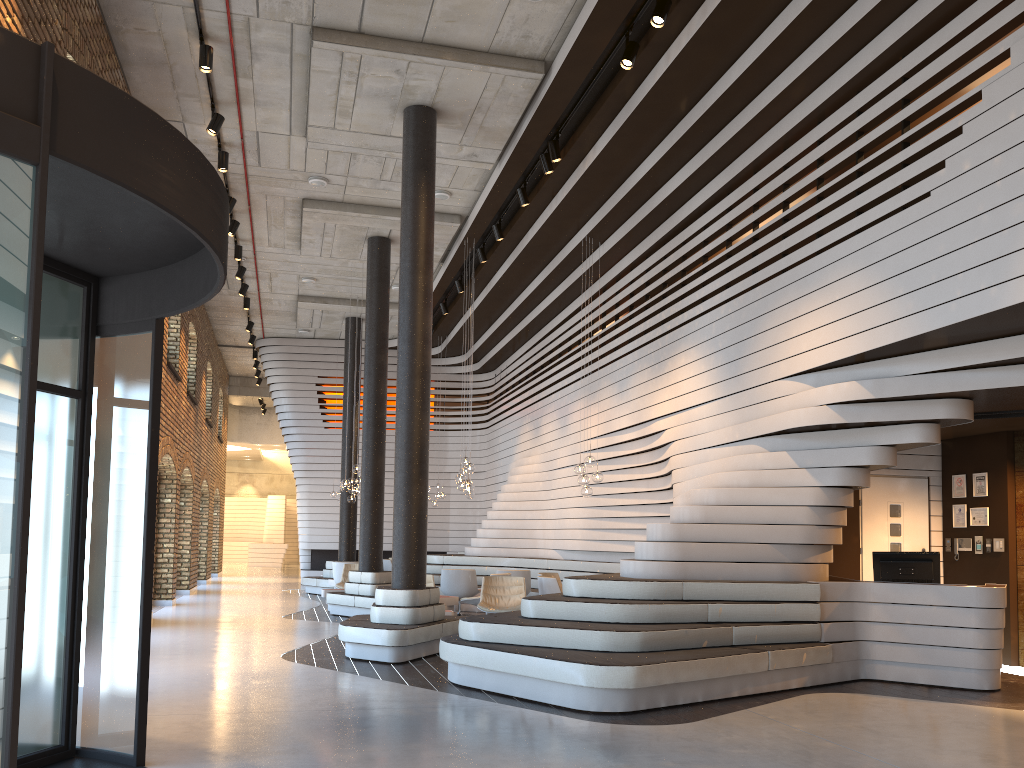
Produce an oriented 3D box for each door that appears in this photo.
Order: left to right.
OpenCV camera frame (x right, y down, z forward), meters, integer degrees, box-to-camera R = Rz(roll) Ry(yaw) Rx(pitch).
[{"bbox_3d":[-2.852,0.475,3.511,3.199,2.827,3.293,2,-7,-7],"label":"door"},{"bbox_3d":[4.488,2.111,10.335,0.969,2.088,0.164,2,-4,-14],"label":"door"}]

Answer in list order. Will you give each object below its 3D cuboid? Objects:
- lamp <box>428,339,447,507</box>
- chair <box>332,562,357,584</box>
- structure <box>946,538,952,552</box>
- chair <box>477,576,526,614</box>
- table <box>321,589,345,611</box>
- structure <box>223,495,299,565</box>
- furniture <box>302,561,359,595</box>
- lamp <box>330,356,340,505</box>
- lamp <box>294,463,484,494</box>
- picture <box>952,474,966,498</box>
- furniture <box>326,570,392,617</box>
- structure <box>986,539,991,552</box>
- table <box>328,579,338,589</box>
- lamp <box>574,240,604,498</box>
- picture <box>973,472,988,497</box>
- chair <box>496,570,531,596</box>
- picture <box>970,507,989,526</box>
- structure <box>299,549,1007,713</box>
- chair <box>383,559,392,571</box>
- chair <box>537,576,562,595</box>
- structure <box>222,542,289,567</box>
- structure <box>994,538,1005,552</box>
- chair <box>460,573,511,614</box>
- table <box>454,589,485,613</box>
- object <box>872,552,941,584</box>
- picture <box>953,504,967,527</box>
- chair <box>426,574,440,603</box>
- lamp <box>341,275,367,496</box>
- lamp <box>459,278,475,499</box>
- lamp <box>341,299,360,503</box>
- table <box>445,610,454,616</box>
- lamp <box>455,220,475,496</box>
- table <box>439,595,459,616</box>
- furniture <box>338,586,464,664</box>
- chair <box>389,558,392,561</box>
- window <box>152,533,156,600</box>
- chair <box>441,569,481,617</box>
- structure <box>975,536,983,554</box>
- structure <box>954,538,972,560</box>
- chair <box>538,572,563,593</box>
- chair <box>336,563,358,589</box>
[{"bbox_3d":[-1.730,0.545,20.550,0.546,4.635,0.295,0,-4,11],"label":"lamp"},{"bbox_3d":[-3.142,3.823,17.076,0.660,0.759,0.714,-2,-7,23],"label":"chair"},{"bbox_3d":[5.134,1.892,10.368,0.009,0.153,0.087,2,-5,-14],"label":"structure"},{"bbox_3d":[-0.116,2.886,11.419,0.656,0.759,0.718,1,-7,2],"label":"chair"},{"bbox_3d":[-2.756,3.628,14.794,0.904,0.367,0.419,5,-8,-21],"label":"table"},{"bbox_3d":[-11.355,6.453,38.960,4.524,2.839,5.894,3,-9,-14],"label":"structure"},{"bbox_3d":[-3.842,4.166,18.975,1.272,0.715,1.796,4,-9,-18],"label":"furniture"},{"bbox_3d":[-3.992,0.537,20.732,0.277,4.589,0.545,-2,-5,35],"label":"lamp"},{"bbox_3d":[1.505,-1.712,6.312,9.017,4.569,42.488,3,-10,-14],"label":"lamp"},{"bbox_3d":[5.184,1.185,10.223,0.014,0.260,0.204,2,-6,-14],"label":"picture"},{"bbox_3d":[-1.977,3.314,13.917,1.276,0.715,1.791,9,-12,-43],"label":"furniture"},{"bbox_3d":[5.283,1.789,9.768,0.019,0.145,0.063,2,-5,-14],"label":"structure"},{"bbox_3d":[-3.274,4.150,17.831,0.904,0.367,0.418,2,-7,-6],"label":"table"},{"bbox_3d":[1.082,-0.714,12.641,0.336,4.674,0.532,-2,-5,38],"label":"lamp"},{"bbox_3d":[5.264,1.133,9.914,0.014,0.260,0.204,2,-6,-14],"label":"picture"},{"bbox_3d":[-0.006,3.418,14.449,0.656,0.759,0.719,2,-7,-7],"label":"chair"},{"bbox_3d":[5.253,1.492,9.912,0.014,0.200,0.266,2,-8,-14],"label":"picture"},{"bbox_3d":[-0.144,3.532,15.576,5.762,0.918,18.461,4,-10,-17],"label":"structure"},{"bbox_3d":[-2.499,4.244,19.422,0.709,0.760,0.664,2,-7,-9],"label":"chair"},{"bbox_3d":[0.697,3.002,11.999,0.709,0.760,0.665,3,-7,-14],"label":"chair"},{"bbox_3d":[-10.603,7.062,36.722,2.550,0.889,7.589,8,-12,-35],"label":"structure"},{"bbox_3d":[5.319,1.758,9.625,0.021,0.141,0.144,2,-7,-14],"label":"structure"},{"bbox_3d":[-0.372,3.125,12.809,0.714,0.760,0.660,-2,-7,26],"label":"chair"},{"bbox_3d":[-0.633,3.740,15.223,0.909,0.367,0.416,-2,-8,19],"label":"table"},{"bbox_3d":[3.851,1.906,8.605,0.599,0.549,0.370,-3,-7,27],"label":"object"},{"bbox_3d":[5.179,1.527,10.201,0.014,0.260,0.204,2,-6,-14],"label":"picture"},{"bbox_3d":[-1.279,2.897,11.596,0.655,0.759,0.719,2,-7,-13],"label":"chair"},{"bbox_3d":[-2.667,-0.369,15.415,0.543,4.635,0.296,3,-4,-29],"label":"lamp"},{"bbox_3d":[-0.768,-0.259,15.855,0.293,4.635,0.550,2,-4,-19],"label":"lamp"},{"bbox_3d":[-3.167,0.123,17.959,0.277,4.589,0.544,-2,-5,37],"label":"lamp"},{"bbox_3d":[-1.192,2.957,10.798,0.904,0.367,0.419,3,-7,-11],"label":"table"},{"bbox_3d":[-0.708,-0.604,13.923,0.309,4.701,0.668,1,-4,-6],"label":"lamp"},{"bbox_3d":[-1.101,3.376,13.184,0.415,0.367,0.912,-2,-10,23],"label":"table"},{"bbox_3d":[-1.344,2.585,9.685,1.281,0.715,1.784,-2,-10,21],"label":"furniture"},{"bbox_3d":[-3.027,4.415,20.454,0.709,0.760,0.664,2,-7,-12],"label":"chair"},{"bbox_3d":[-5.900,2.359,14.010,0.130,2.512,2.385,2,-7,-14],"label":"window"},{"bbox_3d":[-0.848,3.383,14.330,0.657,0.759,0.717,0,-7,6],"label":"chair"},{"bbox_3d":[5.250,1.810,9.914,0.012,0.199,0.106,2,-5,-14],"label":"structure"},{"bbox_3d":[5.187,1.904,10.141,0.026,0.252,0.261,2,-7,-16],"label":"structure"},{"bbox_3d":[0.732,3.182,13.023,0.715,0.760,0.659,-3,-8,30],"label":"chair"},{"bbox_3d":[-2.764,3.575,15.623,0.657,0.759,0.718,1,-7,4],"label":"chair"}]
